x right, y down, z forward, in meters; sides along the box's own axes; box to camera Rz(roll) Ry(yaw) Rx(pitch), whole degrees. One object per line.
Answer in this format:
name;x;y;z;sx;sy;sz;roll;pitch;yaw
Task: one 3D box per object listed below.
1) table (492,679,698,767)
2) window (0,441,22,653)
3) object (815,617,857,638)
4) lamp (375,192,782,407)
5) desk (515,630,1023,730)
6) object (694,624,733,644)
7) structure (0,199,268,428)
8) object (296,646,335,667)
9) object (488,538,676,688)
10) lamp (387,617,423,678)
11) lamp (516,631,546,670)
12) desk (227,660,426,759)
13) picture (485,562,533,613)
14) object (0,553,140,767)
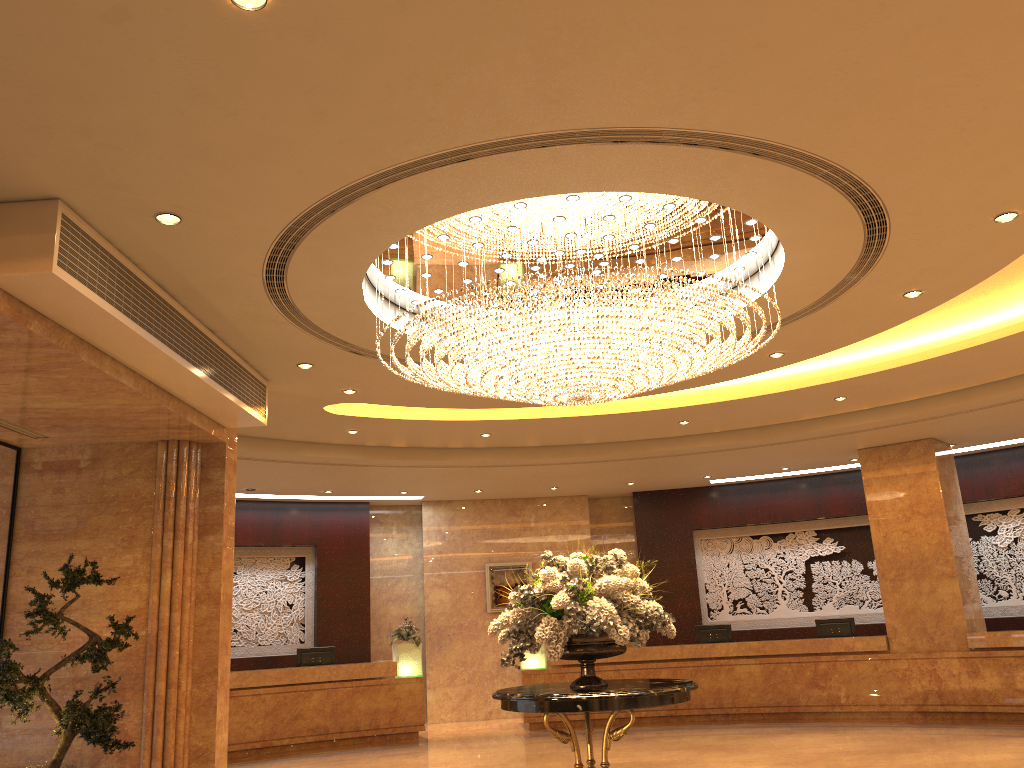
table;0.626;2.724;6.321;1.493;1.089;1.493;-2;-16;-5
window;-4.957;1.897;6.784;0.047;3.571;3.515;-4;-16;2
object;5.134;3.960;14.022;0.430;0.500;0.531;5;-17;-25
lamp;0.511;-0.441;7.207;3.206;1.196;3.204;-15;-20;37
desk;5.717;4.070;12.224;12.951;1.155;3.466;-14;-19;35
object;3.343;4.234;14.657;0.430;0.500;0.531;9;-19;-36
structure;-2.857;-0.332;7.300;0.425;0.483;4.113;-4;-16;2
object;-3.215;4.369;13.819;0.918;0.500;0.397;1;-16;-16
object;0.553;1.731;6.631;1.277;0.999;1.318;-13;-18;31
lamp;-1.697;4.188;14.137;0.570;0.923;0.580;-3;-16;-2
lamp;0.307;4.199;14.561;0.577;0.925;0.542;-4;-16;4
desk;-3.704;4.841;13.157;5.227;1.155;1.570;7;-19;-33
picture;-0.045;3.795;16.585;0.875;0.890;0.068;-1;-16;-7
object;-3.849;2.640;7.509;1.250;2.363;0.843;2;-16;-17
